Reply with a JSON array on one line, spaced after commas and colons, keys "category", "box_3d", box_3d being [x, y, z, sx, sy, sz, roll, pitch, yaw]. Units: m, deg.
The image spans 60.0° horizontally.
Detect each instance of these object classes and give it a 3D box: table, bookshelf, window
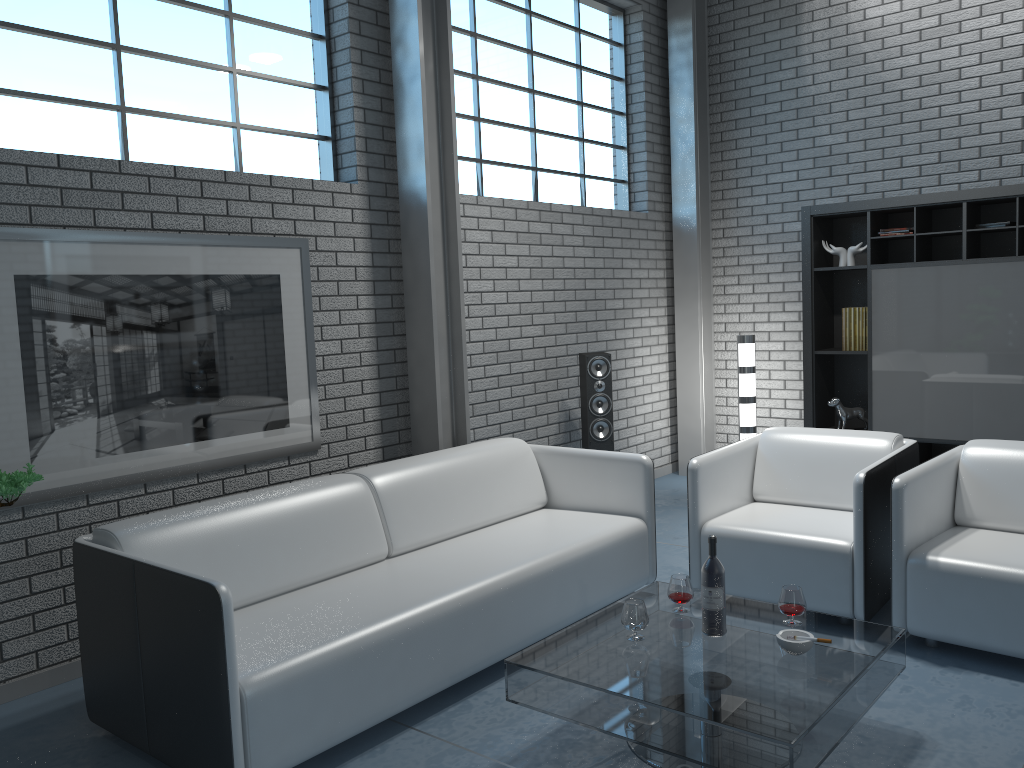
[{"category": "table", "box_3d": [0.615, 0.951, 2.753, 0.900, 0.300, 0.900, 2, 7, 40]}, {"category": "bookshelf", "box_3d": [2.780, -0.189, 5.371, 1.930, 1.920, 0.419, 2, 7, 40]}, {"category": "window", "box_3d": [0.127, -1.917, 5.810, 0.100, 1.500, 2.200, 2, 7, 40]}, {"category": "window", "box_3d": [-1.658, -1.649, 3.669, 0.100, 1.500, 2.200, 2, 7, 40]}]

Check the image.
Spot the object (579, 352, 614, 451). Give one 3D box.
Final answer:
[{"category": "object", "box_3d": [0.532, 0.333, 5.501, 0.159, 1.045, 0.254, -3, 5, -5]}]

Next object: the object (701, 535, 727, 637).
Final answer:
[{"category": "object", "box_3d": [0.637, 0.636, 2.807, 0.079, 0.316, 0.079, -4, 5, -17]}]

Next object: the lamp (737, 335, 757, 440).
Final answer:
[{"category": "lamp", "box_3d": [1.573, 0.223, 5.924, 0.140, 1.100, 0.098, -2, 5, 2]}]

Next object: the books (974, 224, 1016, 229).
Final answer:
[{"category": "books", "box_3d": [2.830, -0.915, 5.178, 0.135, 0.015, 0.190, -5, 6, -28]}]

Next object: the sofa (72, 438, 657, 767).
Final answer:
[{"category": "sofa", "box_3d": [-0.402, 0.699, 3.507, 0.919, 0.661, 2.238, 2, 7, 40]}]

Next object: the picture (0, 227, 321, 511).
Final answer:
[{"category": "picture", "box_3d": [-1.425, -0.114, 3.682, 0.020, 1.015, 1.490, 2, 7, 40]}]

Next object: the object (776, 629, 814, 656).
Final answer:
[{"category": "object", "box_3d": [0.841, 0.774, 2.632, 0.108, 0.056, 0.108, 1, 6, 36]}]

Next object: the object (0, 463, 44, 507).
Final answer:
[{"category": "object", "box_3d": [-1.593, 0.586, 1.910, 1.032, 1.362, 0.586, -2, 5, 0]}]

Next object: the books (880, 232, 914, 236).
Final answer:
[{"category": "books", "box_3d": [2.408, -0.929, 5.524, 0.190, 0.015, 0.135, 1, 6, 34]}]

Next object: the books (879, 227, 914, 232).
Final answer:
[{"category": "books", "box_3d": [2.397, -0.960, 5.536, 0.190, 0.015, 0.135, -1, 5, 19]}]

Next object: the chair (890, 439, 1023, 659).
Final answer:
[{"category": "chair", "box_3d": [2.016, 0.604, 3.438, 0.767, 0.661, 0.919, 2, 7, 42]}]

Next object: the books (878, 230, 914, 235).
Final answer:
[{"category": "books", "box_3d": [2.402, -0.944, 5.530, 0.190, 0.015, 0.135, 3, 7, 44]}]

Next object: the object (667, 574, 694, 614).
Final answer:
[{"category": "object", "box_3d": [0.577, 0.717, 3.035, 0.089, 0.120, 0.089, -2, 5, 6]}]

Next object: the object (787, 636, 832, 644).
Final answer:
[{"category": "object", "box_3d": [0.875, 0.765, 2.609, 0.128, 0.052, 0.024, 1, 6, 33]}]

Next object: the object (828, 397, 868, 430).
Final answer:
[{"category": "object", "box_3d": [2.223, 0.198, 5.852, 0.285, 0.229, 0.095, -3, 5, -5]}]

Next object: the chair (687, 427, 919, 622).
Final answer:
[{"category": "chair", "box_3d": [1.351, 0.578, 4.040, 0.767, 0.661, 0.919, 2, 6, 37]}]

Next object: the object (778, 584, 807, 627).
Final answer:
[{"category": "object", "box_3d": [0.908, 0.717, 2.874, 0.089, 0.120, 0.089, -2, 5, 6]}]

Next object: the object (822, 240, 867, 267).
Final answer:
[{"category": "object", "box_3d": [2.166, -0.849, 5.734, 0.308, 0.180, 0.106, 1, 6, 30]}]

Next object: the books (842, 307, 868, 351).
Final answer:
[{"category": "books", "box_3d": [2.257, -0.359, 5.748, 0.167, 0.275, 0.195, 2, 7, 40]}]

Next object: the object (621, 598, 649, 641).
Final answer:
[{"category": "object", "box_3d": [0.389, 0.745, 2.806, 0.089, 0.120, 0.089, -2, 5, 6]}]

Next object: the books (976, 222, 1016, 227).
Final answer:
[{"category": "books", "box_3d": [2.838, -0.931, 5.184, 0.135, 0.015, 0.190, -7, 7, -39]}]
